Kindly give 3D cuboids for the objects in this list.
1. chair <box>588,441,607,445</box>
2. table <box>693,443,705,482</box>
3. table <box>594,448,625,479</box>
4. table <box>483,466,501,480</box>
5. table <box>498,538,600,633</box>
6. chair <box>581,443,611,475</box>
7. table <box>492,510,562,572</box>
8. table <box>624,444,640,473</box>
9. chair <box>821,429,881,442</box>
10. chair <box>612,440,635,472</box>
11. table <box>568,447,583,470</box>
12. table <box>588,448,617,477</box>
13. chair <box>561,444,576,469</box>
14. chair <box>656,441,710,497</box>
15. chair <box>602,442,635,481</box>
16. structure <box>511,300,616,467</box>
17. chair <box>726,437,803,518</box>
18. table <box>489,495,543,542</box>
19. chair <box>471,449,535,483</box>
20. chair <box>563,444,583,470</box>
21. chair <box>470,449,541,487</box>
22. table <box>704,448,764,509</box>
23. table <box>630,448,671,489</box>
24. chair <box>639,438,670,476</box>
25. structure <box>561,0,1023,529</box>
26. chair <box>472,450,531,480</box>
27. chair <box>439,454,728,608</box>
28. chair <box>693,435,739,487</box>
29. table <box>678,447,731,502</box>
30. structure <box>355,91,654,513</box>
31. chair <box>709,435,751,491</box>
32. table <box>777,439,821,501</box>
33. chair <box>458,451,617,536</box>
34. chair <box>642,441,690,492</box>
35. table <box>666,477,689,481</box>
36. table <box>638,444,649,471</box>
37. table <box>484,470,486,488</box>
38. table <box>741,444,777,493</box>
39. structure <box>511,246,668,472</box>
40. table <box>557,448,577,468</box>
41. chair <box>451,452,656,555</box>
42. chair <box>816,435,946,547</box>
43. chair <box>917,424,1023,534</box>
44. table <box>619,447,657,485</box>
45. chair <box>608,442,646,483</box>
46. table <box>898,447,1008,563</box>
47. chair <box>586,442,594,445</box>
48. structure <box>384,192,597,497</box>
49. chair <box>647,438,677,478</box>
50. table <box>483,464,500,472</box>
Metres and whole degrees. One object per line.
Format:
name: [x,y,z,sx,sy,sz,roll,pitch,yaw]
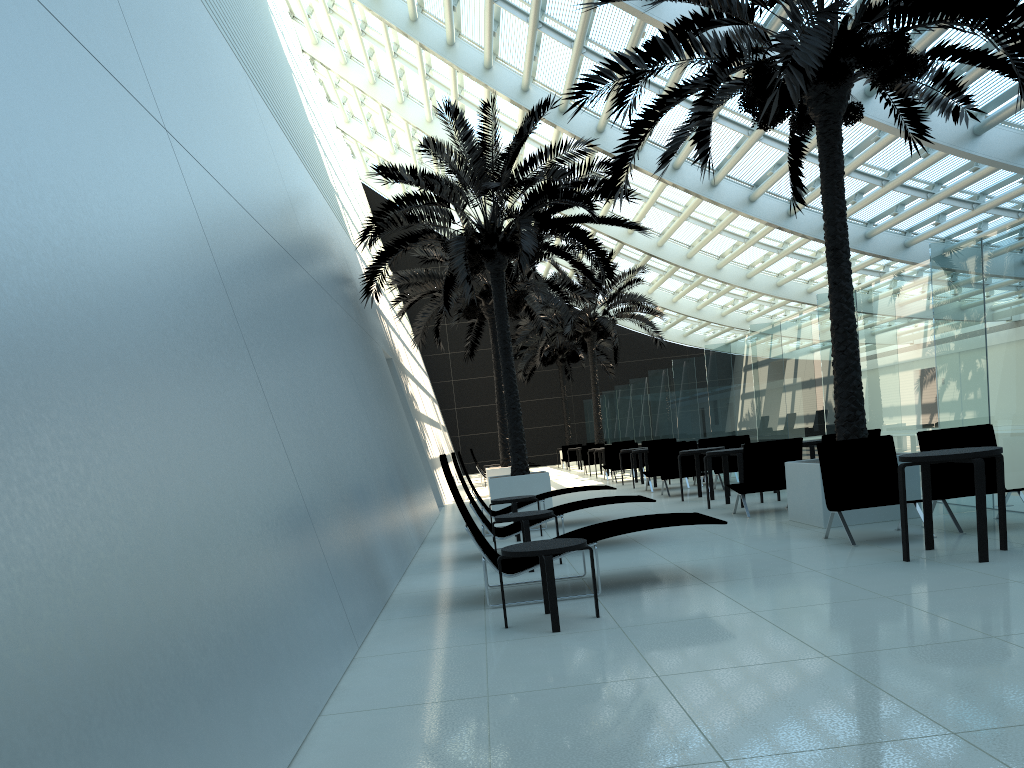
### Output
chair: [3.228,2.552,31.753,0.716,0.895,0.882,-6,1,-2]
table: [3.774,1.594,17.712,0.684,0.787,0.670,-4,3,41]
table: [2.602,2.105,23.333,0.684,0.787,0.670,-4,3,41]
table: [-0.578,2.873,27.562,0.558,0.521,0.546,-5,1,41]
table: [0.232,1.293,5.643,0.558,0.521,0.546,-5,1,41]
chair: [2.512,2.242,26.037,0.716,0.895,0.882,-6,1,-2]
table: [0.137,1.478,8.216,0.558,0.521,0.546,-5,1,41]
table: [3.522,2.103,24.788,0.684,0.787,0.669,-5,3,36]
chair: [4.019,1.035,10.732,0.716,0.895,0.882,-6,1,-2]
chair: [3.438,2.142,26.059,0.716,0.895,0.882,-6,1,-2]
table: [2.349,2.616,30.434,0.684,0.787,0.669,-5,3,36]
table: [2.558,2.207,24.765,0.684,0.787,0.669,-5,3,36]
chair: [2.253,2.774,33.429,0.716,0.895,0.882,-6,1,-2]
chair: [2.927,1.432,14.795,0.716,0.895,0.882,-6,1,-2]
chair: [2.670,1.961,22.150,0.716,0.895,0.882,-6,1,-2]
structure: [2.255,-0.120,36.038,4.417,7.079,4.808,-8,4,-23]
chair: [3.092,1.136,10.710,0.716,0.895,0.882,-6,1,-2]
table: [0.042,1.664,10.789,0.558,0.521,0.546,-5,1,41]
chair: [-0.276,2.589,28.697,2.035,1.168,0.915,-6,3,-2]
chair: [2.301,2.653,31.730,0.716,0.895,0.882,-6,1,-2]
chair: [-0.181,2.404,26.124,2.035,1.168,0.915,-6,3,-2]
table: [3.025,1.280,11.893,0.684,0.787,0.670,-4,3,41]
table: [2.811,1.698,17.688,0.684,0.787,0.670,-4,3,41]
chair: [3.596,1.860,22.173,0.716,0.895,0.882,-6,1,-2]
structure: [3.243,-2.086,8.740,4.845,7.081,4.380,-5,4,17]
chair: [-0.374,2.781,31.351,2.035,1.168,0.915,-6,3,-2]
chair: [0.534,1.009,6.778,2.035,1.168,0.915,-6,3,-2]
chair: [3.805,1.453,16.528,0.716,0.895,0.882,-6,1,-2]
table: [2.974,1.396,13.510,0.684,0.787,0.669,-5,3,36]
structure: [-0.097,-1.239,14.395,4.601,6.893,4.276,-8,4,-23]
chair: [3.853,1.331,14.817,0.716,0.895,0.882,-6,1,-2]
table: [3.988,1.176,11.916,0.684,0.787,0.670,-4,3,41]
chair: [0.344,1.380,11.925,2.035,1.168,0.915,-6,3,-2]
chair: [2.878,1.554,16.506,0.716,0.895,0.882,-6,1,-2]
table: [3.729,1.698,19.178,0.684,0.787,0.669,-5,3,36]
table: [3.565,2.001,23.356,0.684,0.787,0.670,-4,3,41]
table: [-0.483,2.688,24.989,0.558,0.521,0.546,-5,1,36]
table: [3.937,1.291,13.534,0.684,0.787,0.669,-5,3,36]
structure: [2.530,-0.704,27.890,4.808,7.081,4.414,-7,4,-8]
table: [2.186,2.919,34.612,0.670,0.787,0.684,-8,3,-45]
chair: [0.439,1.194,9.352,2.035,1.168,0.915,-6,3,-2]
chair: [3.193,0.912,7.583,0.716,0.895,0.882,-6,1,-2]
chair: [4.120,0.811,7.605,0.716,0.895,0.882,-6,1,-2]
table: [2.766,1.803,19.155,0.684,0.787,0.669,-5,3,36]
chair: [2.718,1.840,20.452,0.716,0.895,0.882,-6,1,-2]
table: [3.236,0.884,6.412,0.670,0.787,0.684,-8,3,-45]
chair: [3.179,2.673,33.451,0.716,0.895,0.882,-6,1,-2]
structure: [-0.526,-0.815,20.390,4.315,6.954,4.559,-4,4,32]
chair: [3.644,1.739,20.475,0.716,0.895,0.882,-6,1,-2]
table: [-0.676,3.065,30.215,0.558,0.521,0.546,-5,1,41]
